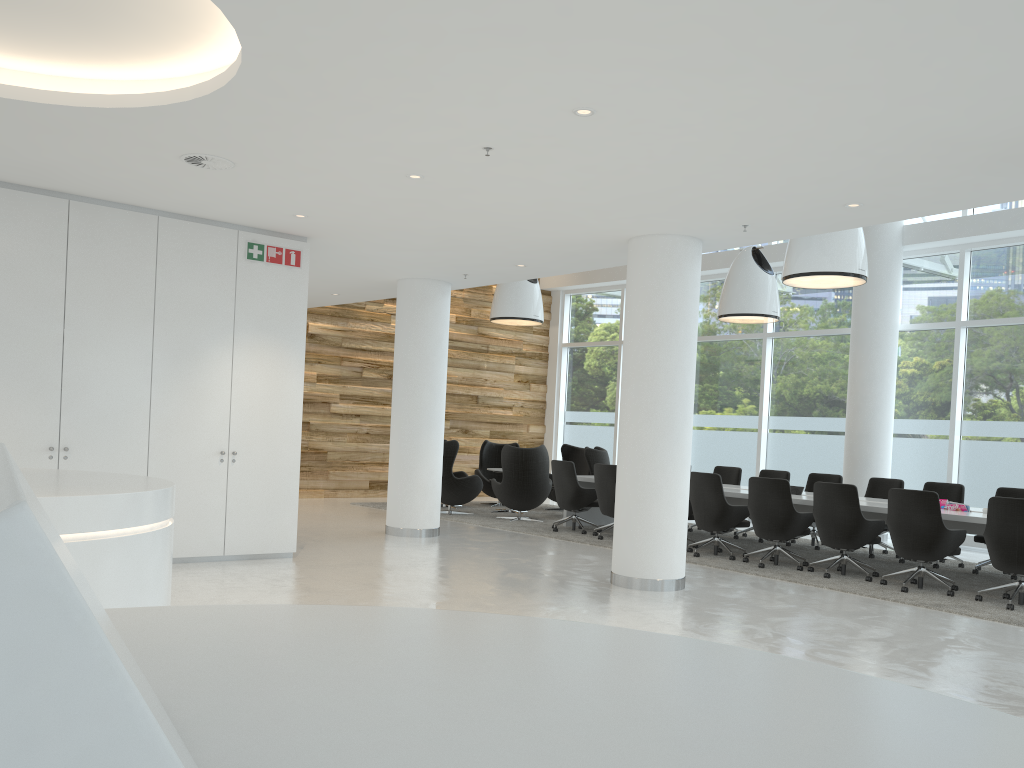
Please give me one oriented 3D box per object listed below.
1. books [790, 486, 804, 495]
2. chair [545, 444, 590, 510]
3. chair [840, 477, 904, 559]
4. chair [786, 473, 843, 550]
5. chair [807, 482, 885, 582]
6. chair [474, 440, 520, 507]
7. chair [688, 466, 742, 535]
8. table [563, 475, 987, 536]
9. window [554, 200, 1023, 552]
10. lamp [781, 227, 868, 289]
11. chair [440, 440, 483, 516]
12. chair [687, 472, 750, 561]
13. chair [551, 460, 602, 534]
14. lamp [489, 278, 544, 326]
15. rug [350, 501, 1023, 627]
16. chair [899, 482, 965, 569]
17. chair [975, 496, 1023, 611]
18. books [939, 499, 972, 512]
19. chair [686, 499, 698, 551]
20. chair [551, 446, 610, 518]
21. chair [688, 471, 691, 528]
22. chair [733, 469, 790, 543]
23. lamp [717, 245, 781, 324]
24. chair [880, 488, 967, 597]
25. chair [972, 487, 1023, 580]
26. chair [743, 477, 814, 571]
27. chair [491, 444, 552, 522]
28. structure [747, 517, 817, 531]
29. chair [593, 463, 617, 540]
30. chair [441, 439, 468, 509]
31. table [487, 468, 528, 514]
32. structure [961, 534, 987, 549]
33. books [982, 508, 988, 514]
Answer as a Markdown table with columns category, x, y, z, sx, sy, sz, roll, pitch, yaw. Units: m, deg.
| category | x | y | z | sx | sy | sz | roll | pitch | yaw |
| --- | --- | --- | --- | --- | --- | --- | --- | --- | --- |
| books | 3.353 | 1.350 | 10.784 | 0.139 | 0.230 | 0.356 | 3 | -2 | -40 |
| chair | 0.923 | 1.609 | 15.268 | 0.912 | 1.153 | 0.919 | 2 | -1 | 40 |
| chair | 4.490 | 1.652 | 11.022 | 0.675 | 0.967 | 0.684 | 3 | 0 | -35 |
| chair | 3.969 | 1.657 | 11.608 | 0.684 | 0.967 | 0.675 | 2 | -1 | 45 |
| chair | 3.416 | 1.496 | 9.091 | 0.675 | 0.967 | 0.684 | 3 | -1 | -40 |
| chair | -0.220 | 1.570 | 15.593 | 0.915 | 1.153 | 0.916 | 3 | -1 | -20 |
| chair | 2.939 | 1.668 | 12.766 | 0.675 | 0.967 | 0.684 | 3 | -1 | -40 |
| table | 3.426 | 1.696 | 10.617 | 1.503 | 0.739 | 6.546 | 5 | -4 | -40 |
| window | -12.337 | -2.196 | 3.006 | 62.889 | 6.144 | 30.844 | 3 | -3 | 0 |
| lamp | 3.431 | -2.910 | 9.471 | 0.884 | 3.650 | 0.883 | 3 | 1 | 5 |
| chair | -0.907 | 1.435 | 13.683 | 0.912 | 1.153 | 0.919 | 2 | -1 | 40 |
| chair | 2.356 | 1.502 | 10.185 | 0.675 | 0.967 | 0.684 | 3 | 0 | -35 |
| chair | 0.854 | 1.527 | 12.047 | 0.675 | 0.967 | 0.684 | 3 | 0 | -35 |
| lamp | 0.163 | -2.813 | 14.329 | 0.884 | 3.650 | 0.883 | 3 | 1 | -2 |
| rug | 3.072 | 2.057 | 10.783 | 3.947 | 0.010 | 13.427 | 5 | -4 | -40 |
| chair | 4.934 | 1.641 | 10.401 | 0.675 | 0.967 | 0.684 | 3 | -1 | -40 |
| chair | 4.498 | 1.480 | 7.795 | 0.684 | 0.967 | 0.675 | 2 | -1 | 45 |
| books | 4.565 | 1.355 | 9.292 | 0.231 | 0.275 | 0.596 | 3 | -2 | -20 |
| chair | 1.912 | 1.513 | 10.806 | 0.675 | 0.967 | 0.684 | 3 | -1 | -40 |
| chair | 1.085 | 1.552 | 14.039 | 0.916 | 1.153 | 0.914 | 3 | -1 | 10 |
| chair | 2.349 | 1.673 | 13.413 | 0.684 | 0.967 | 0.675 | 2 | -1 | 45 |
| chair | 3.430 | 1.657 | 12.116 | 0.675 | 0.967 | 0.684 | 3 | -1 | -40 |
| lamp | 3.474 | -2.737 | 12.675 | 0.884 | 3.650 | 0.883 | 3 | 1 | 3 |
| chair | 3.907 | 1.486 | 8.441 | 0.675 | 0.967 | 0.684 | 3 | -1 | -40 |
| chair | 5.470 | 1.634 | 9.783 | 0.675 | 0.967 | 0.684 | 3 | -1 | -40 |
| chair | 2.878 | 1.496 | 9.599 | 0.684 | 0.967 | 0.675 | 2 | -1 | 45 |
| chair | 0.165 | 1.467 | 13.295 | 0.915 | 1.153 | 0.916 | 3 | -1 | -20 |
| structure | 4.043 | 2.221 | 14.899 | 0.150 | 0.214 | 2.685 | 3 | -2 | -42 |
| chair | 1.376 | 1.519 | 11.425 | 0.675 | 0.967 | 0.684 | 3 | -1 | -40 |
| chair | -1.108 | 1.486 | 14.837 | 0.916 | 1.153 | 0.914 | 3 | -1 | 10 |
| table | -0.025 | 1.742 | 14.430 | 0.800 | 0.697 | 0.799 | 3 | -1 | -15 |
| structure | 6.572 | 2.186 | 11.896 | 0.150 | 0.214 | 2.685 | 3 | -3 | -38 |
| books | 4.836 | 1.356 | 8.874 | 0.144 | 0.226 | 0.203 | 3 | -1 | -41 |
